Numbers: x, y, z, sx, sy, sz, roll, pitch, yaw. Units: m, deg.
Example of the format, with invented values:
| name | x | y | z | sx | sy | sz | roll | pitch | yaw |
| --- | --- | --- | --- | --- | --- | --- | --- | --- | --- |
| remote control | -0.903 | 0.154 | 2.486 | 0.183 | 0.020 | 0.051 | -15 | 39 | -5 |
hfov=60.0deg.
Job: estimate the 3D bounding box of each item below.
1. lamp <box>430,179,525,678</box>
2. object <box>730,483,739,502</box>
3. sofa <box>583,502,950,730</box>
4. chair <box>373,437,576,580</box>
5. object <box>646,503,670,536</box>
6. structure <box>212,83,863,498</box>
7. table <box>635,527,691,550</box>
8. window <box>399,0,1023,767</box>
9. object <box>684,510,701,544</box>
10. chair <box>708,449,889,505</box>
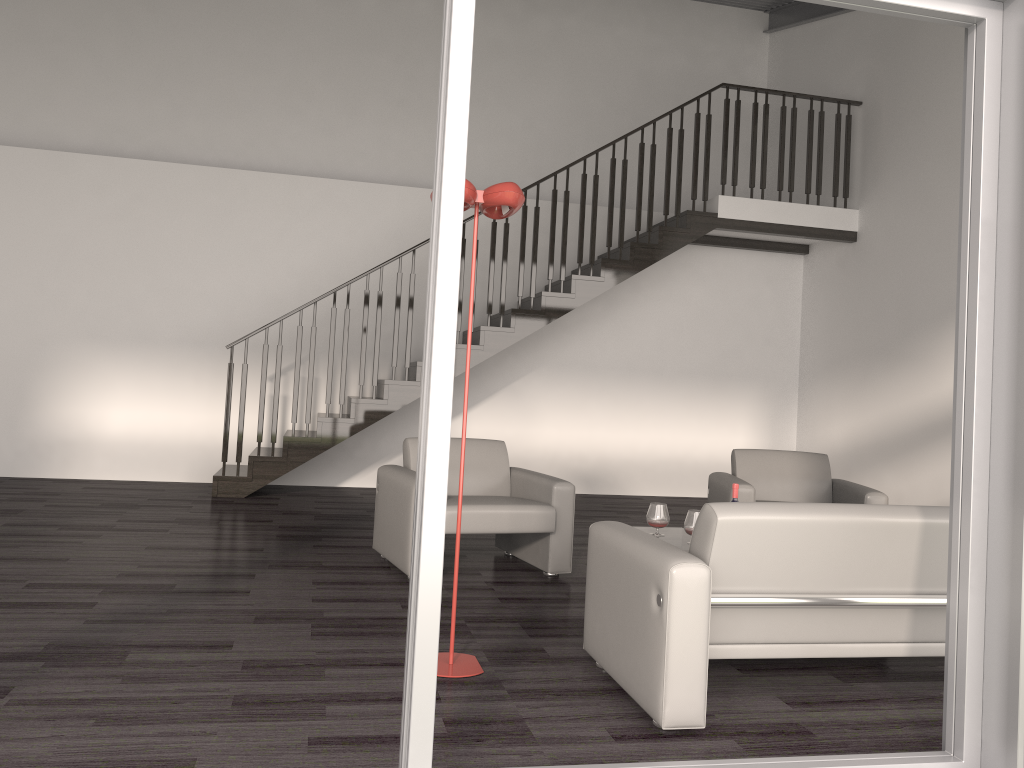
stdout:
| name | x | y | z | sx | sy | sz | roll | pitch | yaw |
| --- | --- | --- | --- | --- | --- | --- | --- | --- | --- |
| lamp | -0.177 | 0.145 | 3.312 | 0.353 | 1.791 | 0.364 | 4 | -3 | -12 |
| object | 1.118 | 0.688 | 4.460 | 0.093 | 0.371 | 0.092 | 4 | -3 | -13 |
| sofa | 1.394 | 0.772 | 3.342 | 2.113 | 0.718 | 0.901 | 3 | -1 | -12 |
| chair | -0.224 | 0.696 | 5.125 | 0.962 | 0.718 | 0.910 | 4 | -1 | -22 |
| object | 0.726 | 0.674 | 4.410 | 0.116 | 0.156 | 0.115 | 3 | -2 | -4 |
| structure | 0.583 | -0.930 | 8.666 | 6.339 | 4.101 | 0.999 | 3 | -2 | -12 |
| table | 0.772 | 0.925 | 4.330 | 0.400 | 0.342 | 0.680 | 3 | -1 | -12 |
| window | -0.138 | -0.700 | 2.160 | 9.739 | 3.478 | 0.385 | 3 | -3 | -12 |
| object | 0.874 | 0.680 | 4.207 | 0.115 | 0.156 | 0.116 | 4 | -2 | -22 |
| chair | 1.812 | 0.810 | 5.722 | 0.963 | 0.718 | 0.909 | 3 | -1 | 3 |
